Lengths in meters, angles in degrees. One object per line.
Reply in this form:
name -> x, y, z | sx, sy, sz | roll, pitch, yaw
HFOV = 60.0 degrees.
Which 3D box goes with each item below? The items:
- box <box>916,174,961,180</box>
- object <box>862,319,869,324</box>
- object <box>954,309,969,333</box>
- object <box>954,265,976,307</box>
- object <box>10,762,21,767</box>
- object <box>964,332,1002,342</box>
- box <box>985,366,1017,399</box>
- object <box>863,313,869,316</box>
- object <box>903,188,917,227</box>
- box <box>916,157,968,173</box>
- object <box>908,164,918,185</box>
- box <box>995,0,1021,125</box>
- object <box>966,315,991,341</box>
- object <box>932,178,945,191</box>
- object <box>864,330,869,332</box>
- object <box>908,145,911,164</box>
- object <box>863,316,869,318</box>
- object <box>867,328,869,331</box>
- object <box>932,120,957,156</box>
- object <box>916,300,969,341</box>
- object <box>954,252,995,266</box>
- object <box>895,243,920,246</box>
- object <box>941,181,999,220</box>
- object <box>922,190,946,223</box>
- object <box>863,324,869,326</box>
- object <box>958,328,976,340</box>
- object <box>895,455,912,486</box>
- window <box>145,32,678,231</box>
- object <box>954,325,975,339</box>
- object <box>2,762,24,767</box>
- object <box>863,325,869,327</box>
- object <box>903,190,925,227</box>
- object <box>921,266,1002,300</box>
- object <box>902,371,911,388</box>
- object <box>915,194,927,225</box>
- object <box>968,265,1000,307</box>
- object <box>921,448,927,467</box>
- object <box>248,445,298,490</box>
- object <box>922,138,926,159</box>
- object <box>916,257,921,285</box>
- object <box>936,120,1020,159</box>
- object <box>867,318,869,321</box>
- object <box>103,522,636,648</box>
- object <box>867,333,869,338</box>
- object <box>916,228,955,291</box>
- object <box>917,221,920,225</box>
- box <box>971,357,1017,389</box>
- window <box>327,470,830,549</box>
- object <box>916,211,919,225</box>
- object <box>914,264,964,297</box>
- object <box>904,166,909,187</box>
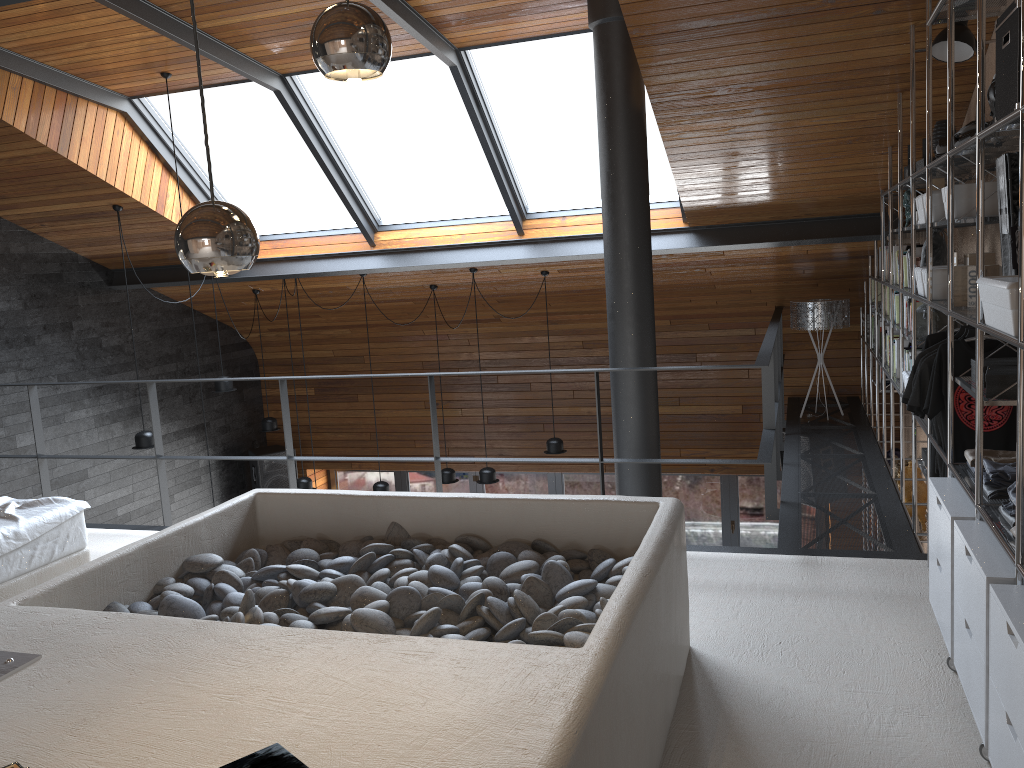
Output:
box -> 2.207, -1.112, 4.599 | 0.208, 0.079, 0.207 | 1, 9, 32
object -> 3.282, -0.565, 7.952 | 0.252, 0.028, 0.180 | -1, 8, 18
object -> 1.913, -0.255, 3.726 | 0.283, 0.118, 0.016 | -1, 8, 18
object -> 1.771, -0.384, 3.470 | 0.074, 0.156, 0.078 | 1, 9, 33
object -> -0.916, 0.616, 1.479 | 0.301, 0.234, 0.245 | 2, 10, 38
object -> 1.801, -0.201, 3.379 | 0.283, 0.118, 0.016 | -1, 8, 18
box -> 1.660, -0.006, 2.882 | 0.208, 0.079, 0.207 | 1, 9, 30
object -> 3.290, -0.626, 7.969 | 0.246, 0.016, 0.182 | -1, 8, 18
object -> 2.279, -0.984, 4.934 | 0.197, 0.220, 0.102 | -3, 8, 3
box -> 2.134, -1.080, 4.397 | 0.208, 0.079, 0.207 | -2, 8, 15
object -> 2.314, -1.208, 5.116 | 0.029, 0.117, 0.086 | 2, 10, 38
box -> 1.470, -0.872, 2.375 | 0.266, 0.295, 0.289 | -1, 8, 18
object -> 1.841, -0.179, 3.511 | 0.387, 0.197, 0.009 | -2, 8, 14
object -> 2.099, -0.902, 4.397 | 0.062, 0.219, 0.157 | -1, 8, 18
object -> 3.297, -0.485, 7.976 | 0.243, 0.012, 0.159 | -1, 8, 18
object -> 2.314, -1.329, 5.149 | 0.029, 0.114, 0.084 | 0, 8, 25
object -> 3.288, -0.609, 7.961 | 0.246, 0.016, 0.182 | -1, 8, 18
object -> 3.212, -0.476, 7.732 | 0.203, 0.013, 0.161 | -1, 8, 18
object -> 2.131, -1.206, 4.372 | 0.115, 0.177, 0.115 | 3, 10, 43
object -> 2.223, -0.359, 4.593 | 0.390, 0.240, 0.166 | -10, 10, -39
object -> 1.899, -0.442, 3.651 | 0.142, 0.205, 0.196 | -1, 8, 16
object -> 2.578, -0.792, 5.780 | 0.146, 0.240, 0.023 | -1, 8, 18
object -> 1.790, -0.692, 3.336 | 0.290, 0.124, 0.222 | -1, 8, 18
object -> 1.959, -0.779, 3.858 | 0.295, 0.136, 0.228 | -1, 8, 18
object -> 3.287, -0.542, 7.954 | 0.246, 0.016, 0.182 | -1, 8, 18
object -> 1.861, -0.189, 3.572 | 0.387, 0.197, 0.009 | -2, 8, 14
object -> 3.014, 0.744, 6.871 | 0.207, 0.442, 0.328 | -2, 8, 11
window -> -0.752, -1.813, 6.665 | 3.818, 1.031, 1.213 | -1, 8, 18
object -> 1.898, -0.207, 3.687 | 0.387, 0.197, 0.009 | -2, 8, 14
object -> -0.898, 0.736, 1.499 | 0.276, 0.013, 0.207 | 3, 10, 43
object -> 3.288, -0.526, 7.955 | 0.246, 0.016, 0.182 | -1, 8, 18
object -> 2.364, -1.017, 5.115 | 0.138, 0.222, 0.278 | -7, 8, -25
object -> 1.976, -0.448, 3.905 | 0.295, 0.136, 0.228 | -1, 8, 18
object -> 2.265, 0.005, 4.761 | 0.295, 0.136, 0.228 | -1, 8, 18
object -> 2.038, -0.818, 4.103 | 0.295, 0.136, 0.228 | -1, 8, 18
object -> 1.790, -0.372, 3.367 | 0.078, 0.156, 0.074 | -7, 8, -22
object -> 2.104, 0.364, 4.128 | 0.320, 0.114, 0.405 | -1, 8, 18
object -> -2.744, 1.895, 10.187 | 0.639, 2.298, 0.686 | -9, 9, -33
object -> 2.287, -1.296, 4.900 | 0.029, 0.114, 0.084 | 1, 9, 30
object -> 2.235, -0.608, 4.726 | 0.227, 0.202, 0.082 | -7, 8, -20
object -> 1.791, -0.946, 3.344 | 0.286, 0.141, 0.658 | -2, 8, 11
object -> 3.296, -0.591, 7.961 | 0.233, 0.021, 0.174 | -1, 8, 18
object -> -0.479, 0.732, 2.901 | 1.842, 0.246, 1.436 | -1, 8, 18
object -> 3.230, -0.429, 7.724 | 0.262, 0.025, 0.176 | -1, 8, 18
object -> 2.145, -0.619, 4.509 | 0.157, 0.339, 0.229 | 4, 11, 45
object -> 2.059, -0.856, 4.460 | 0.037, 0.114, 0.037 | -3, 8, 4
box -> 1.740, -0.040, 3.100 | 0.208, 0.079, 0.207 | -1, 8, 17
window -> 0.526, 1.591, 10.119 | 5.936, 1.521, 0.101 | -1, 8, 18
object -> 2.066, -0.845, 4.512 | 0.037, 0.077, 0.037 | -3, 8, 4
object -> 2.057, -0.487, 4.155 | 0.295, 0.136, 0.228 | -1, 8, 18
object -> 2.335, -1.222, 5.211 | 0.029, 0.117, 0.086 | -3, 8, 4
